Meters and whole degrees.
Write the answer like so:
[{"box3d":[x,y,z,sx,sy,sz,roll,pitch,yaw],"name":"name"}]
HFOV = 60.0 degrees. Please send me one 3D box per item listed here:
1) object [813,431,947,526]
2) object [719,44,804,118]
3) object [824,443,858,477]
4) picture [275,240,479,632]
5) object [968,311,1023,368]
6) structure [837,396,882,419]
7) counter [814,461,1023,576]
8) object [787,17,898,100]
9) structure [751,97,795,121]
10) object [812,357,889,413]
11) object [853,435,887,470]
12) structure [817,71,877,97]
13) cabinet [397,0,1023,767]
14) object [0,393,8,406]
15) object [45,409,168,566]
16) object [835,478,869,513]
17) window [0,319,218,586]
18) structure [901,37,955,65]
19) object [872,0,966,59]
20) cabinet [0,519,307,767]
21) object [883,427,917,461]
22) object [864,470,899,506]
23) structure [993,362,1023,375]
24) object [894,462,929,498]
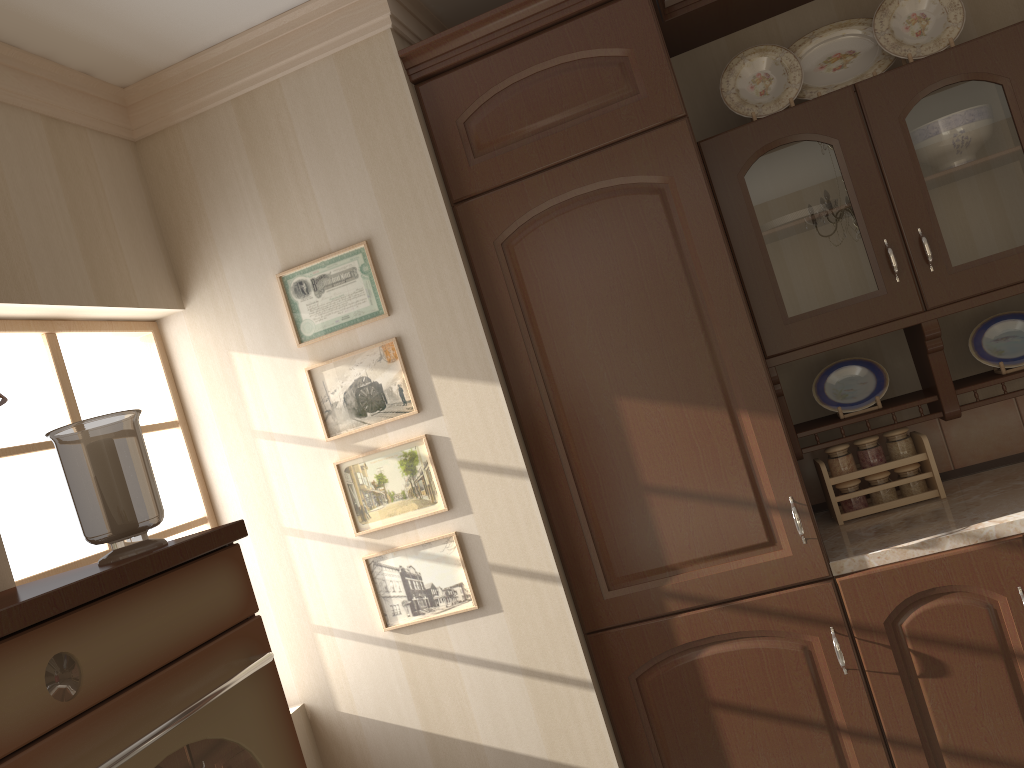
[{"box3d":[0.983,0.251,2.388,0.276,0.170,0.140,-17,-1,11],"name":"object"},{"box3d":[0.670,-0.816,2.387,0.220,0.210,0.068,-17,-1,14],"name":"object"},{"box3d":[0.890,0.204,2.403,0.068,0.088,0.068,-18,-1,32],"name":"object"},{"box3d":[-0.348,0.138,2.258,0.268,0.964,0.010,-18,-1,15],"name":"picture"},{"box3d":[1.304,-0.117,2.318,0.202,0.143,0.071,-17,-1,14],"name":"object"},{"box3d":[0.932,0.018,2.425,0.110,0.126,0.080,-18,-1,15],"name":"structure"},{"box3d":[1.768,0.087,1.091,2.603,0.034,2.422,-18,-1,15],"name":"counter"},{"box3d":[0.873,-0.876,2.387,0.342,0.209,0.073,-18,-1,17],"name":"object"},{"box3d":[0.687,-0.768,2.382,0.110,0.126,0.080,-18,-1,15],"name":"structure"},{"box3d":[0.927,0.002,2.430,0.202,0.143,0.071,-17,-1,14],"name":"object"},{"box3d":[0.963,0.181,2.388,0.068,0.088,0.068,-18,-1,32],"name":"object"},{"box3d":[0.884,-0.829,2.382,0.154,0.126,0.080,-18,-1,15],"name":"structure"},{"box3d":[1.394,-0.149,1.189,3.226,2.313,2.436,-18,-1,15],"name":"cabinet"},{"box3d":[-0.812,0.130,1.238,0.237,0.388,0.235,-18,-1,27],"name":"object"},{"box3d":[-0.634,0.166,1.413,0.144,0.220,0.144,-17,-1,-1],"name":"object"},{"box3d":[0.919,0.300,2.401,0.068,0.088,0.068,-18,-1,32],"name":"object"},{"box3d":[-0.926,0.384,2.038,0.050,1.100,0.765,-18,-1,15],"name":"window"},{"box3d":[1.055,-0.884,2.275,0.110,0.126,0.080,-18,-1,15],"name":"structure"},{"box3d":[1.043,-0.933,2.278,0.220,0.210,0.068,-17,-1,14],"name":"object"},{"box3d":[-0.668,0.985,0.820,0.538,1.349,1.513,-18,-1,15],"name":"cabinet"},{"box3d":[1.036,0.158,2.373,0.068,0.088,0.068,-18,-1,32],"name":"object"},{"box3d":[0.993,0.277,2.386,0.068,0.088,0.068,-18,-1,32],"name":"object"},{"box3d":[1.309,-0.101,2.313,0.110,0.126,0.080,-18,-1,15],"name":"structure"},{"box3d":[1.066,0.254,2.371,0.068,0.088,0.068,-18,-1,32],"name":"object"}]
